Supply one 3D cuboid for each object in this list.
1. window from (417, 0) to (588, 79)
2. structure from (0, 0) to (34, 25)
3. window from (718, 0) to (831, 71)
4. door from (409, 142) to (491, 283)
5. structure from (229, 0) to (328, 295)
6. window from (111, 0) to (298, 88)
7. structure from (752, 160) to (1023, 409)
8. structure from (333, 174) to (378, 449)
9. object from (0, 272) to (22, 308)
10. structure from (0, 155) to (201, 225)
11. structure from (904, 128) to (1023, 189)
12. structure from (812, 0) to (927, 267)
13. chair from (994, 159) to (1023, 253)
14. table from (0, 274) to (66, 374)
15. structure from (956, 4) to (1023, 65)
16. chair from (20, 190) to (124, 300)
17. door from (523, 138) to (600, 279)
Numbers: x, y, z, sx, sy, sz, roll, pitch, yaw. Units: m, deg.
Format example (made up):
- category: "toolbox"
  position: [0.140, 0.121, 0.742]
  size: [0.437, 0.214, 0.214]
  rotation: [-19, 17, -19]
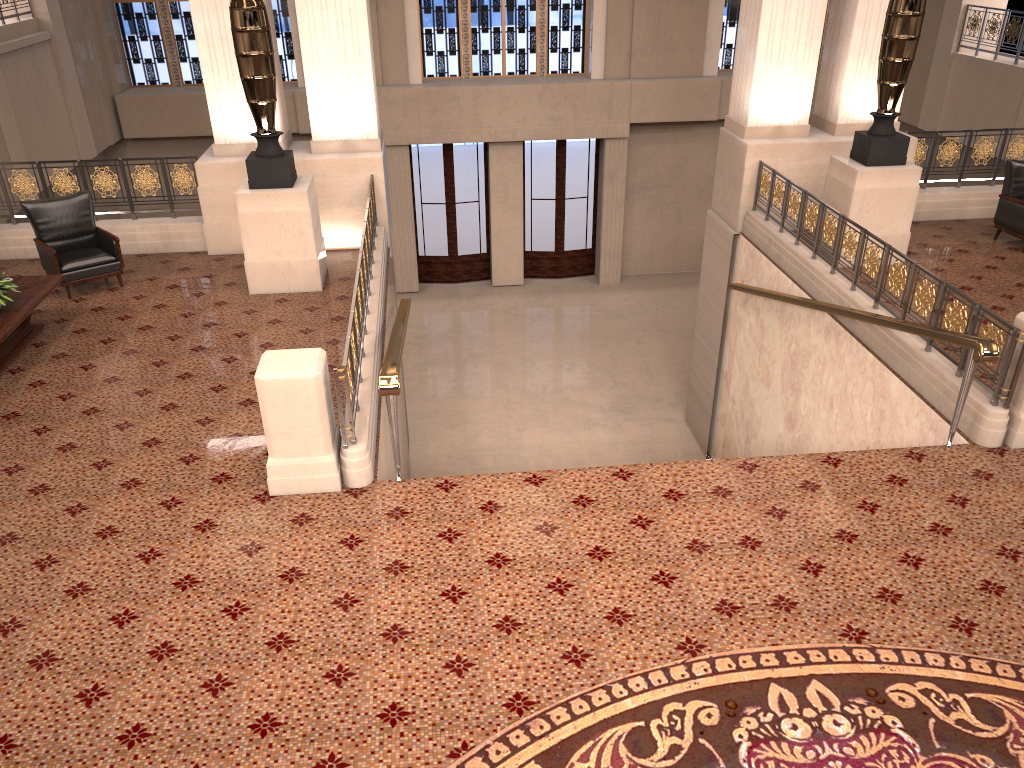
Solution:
- category: "window"
  position: [-0.174, -8.013, 14.593]
  size: [2.986, 5.637, 0.066]
  rotation: [-3, 31, -4]
- category: "structure"
  position: [-6.748, -5.061, 11.527]
  size: [0.031, 0.703, 2.050]
  rotation: [-4, 28, -5]
- category: "window"
  position: [5.079, -8.302, 15.002]
  size: [2.986, 5.637, 0.066]
  rotation: [-3, 31, -4]
- category: "door"
  position: [-1.161, -3.258, 16.761]
  size: [1.490, 2.866, 0.147]
  rotation: [-3, 31, -4]
- category: "structure"
  position: [-2.257, -2.304, 8.148]
  size: [0.700, 2.933, 0.666]
  rotation: [-3, 30, -5]
- category: "window"
  position: [-5.251, -7.734, 14.198]
  size: [2.986, 5.637, 0.066]
  rotation: [-3, 31, -4]
- category: "structure"
  position: [2.974, -1.142, 7.749]
  size: [0.079, 0.566, 4.697]
  rotation: [-4, 28, -5]
- category: "structure"
  position: [-1.237, -0.911, 7.421]
  size: [0.079, 0.566, 4.696]
  rotation: [-3, 28, -4]
- category: "object"
  position: [-4.199, -0.763, 6.975]
  size: [0.497, 0.396, 0.504]
  rotation: [13, 31, 24]
- category: "structure"
  position: [-4.632, -2.093, 9.555]
  size: [2.533, 0.689, 0.030]
  rotation: [-3, 31, -4]
- category: "structure"
  position: [5.759, -2.665, 10.364]
  size: [2.533, 0.689, 0.030]
  rotation: [-3, 31, -4]
- category: "structure"
  position: [3.642, -2.629, 8.608]
  size: [0.700, 2.933, 0.666]
  rotation: [-3, 30, -5]
- category: "chair"
  position: [5.628, -1.907, 9.380]
  size: [0.646, 0.888, 0.683]
  rotation: [-6, 30, -9]
- category: "table"
  position: [-4.305, -0.438, 7.281]
  size: [0.838, 0.459, 1.403]
  rotation: [-3, 28, -5]
- category: "structure"
  position: [7.229, -5.155, 13.013]
  size: [0.031, 0.703, 2.050]
  rotation: [-4, 28, -5]
- category: "chair"
  position: [-4.256, -1.361, 8.607]
  size: [0.634, 0.888, 0.697]
  rotation: [-24, 36, -34]
- category: "door"
  position: [0.917, -3.372, 16.923]
  size: [1.490, 2.866, 0.147]
  rotation: [-3, 31, -4]
